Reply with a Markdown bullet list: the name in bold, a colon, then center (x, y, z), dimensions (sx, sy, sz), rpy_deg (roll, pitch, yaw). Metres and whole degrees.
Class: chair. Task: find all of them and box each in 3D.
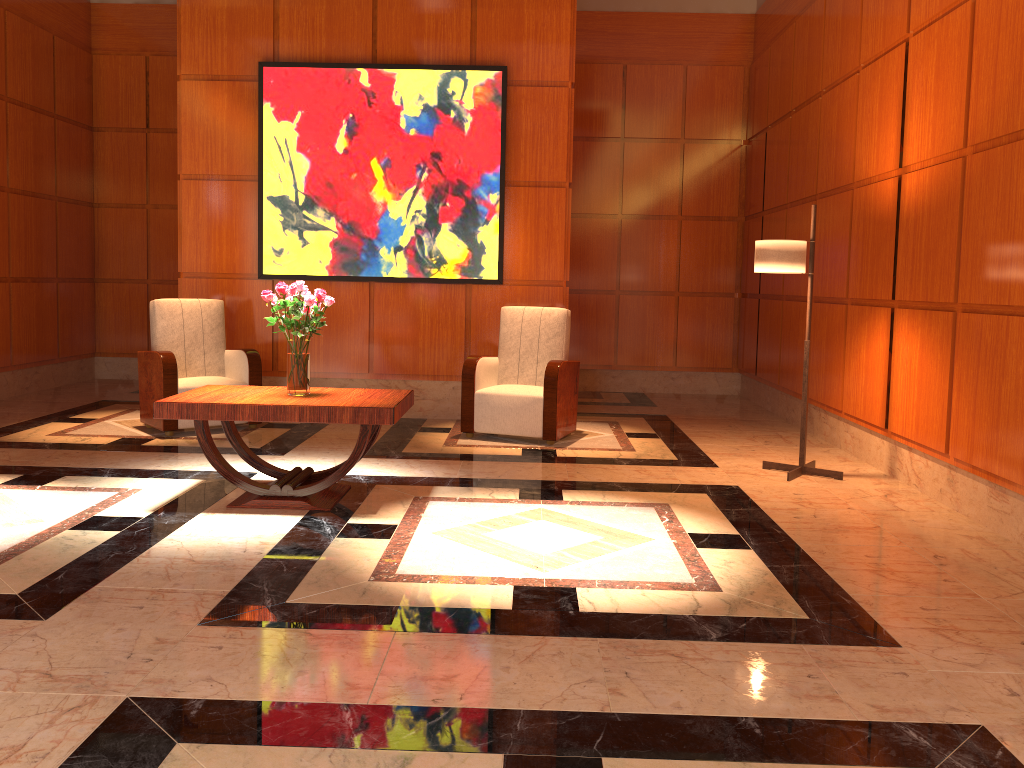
- **chair**: center (0.080, -0.094, 6.617), dimensions (0.738, 0.958, 0.630), rpy_deg (3, 5, 20)
- **chair**: center (-2.353, -0.155, 6.665), dimensions (0.738, 0.958, 0.630), rpy_deg (-3, 6, -40)

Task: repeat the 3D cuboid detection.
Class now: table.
- **table**: center (-1.144, 0.324, 4.630), dimensions (1.167, 0.532, 0.727), rpy_deg (1, 6, 1)

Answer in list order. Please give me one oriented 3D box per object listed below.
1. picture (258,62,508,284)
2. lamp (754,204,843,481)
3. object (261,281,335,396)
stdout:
- **picture**: center (-1.054, -1.698, 7.167), dimensions (1.996, 1.731, 0.057), rpy_deg (1, 4, 1)
- **lamp**: center (1.733, -0.263, 5.425), dimensions (0.526, 1.656, 0.361), rpy_deg (1, 4, -9)
- **object**: center (-1.116, -0.242, 4.618), dimensions (0.351, 0.594, 0.327), rpy_deg (3, 5, 21)
